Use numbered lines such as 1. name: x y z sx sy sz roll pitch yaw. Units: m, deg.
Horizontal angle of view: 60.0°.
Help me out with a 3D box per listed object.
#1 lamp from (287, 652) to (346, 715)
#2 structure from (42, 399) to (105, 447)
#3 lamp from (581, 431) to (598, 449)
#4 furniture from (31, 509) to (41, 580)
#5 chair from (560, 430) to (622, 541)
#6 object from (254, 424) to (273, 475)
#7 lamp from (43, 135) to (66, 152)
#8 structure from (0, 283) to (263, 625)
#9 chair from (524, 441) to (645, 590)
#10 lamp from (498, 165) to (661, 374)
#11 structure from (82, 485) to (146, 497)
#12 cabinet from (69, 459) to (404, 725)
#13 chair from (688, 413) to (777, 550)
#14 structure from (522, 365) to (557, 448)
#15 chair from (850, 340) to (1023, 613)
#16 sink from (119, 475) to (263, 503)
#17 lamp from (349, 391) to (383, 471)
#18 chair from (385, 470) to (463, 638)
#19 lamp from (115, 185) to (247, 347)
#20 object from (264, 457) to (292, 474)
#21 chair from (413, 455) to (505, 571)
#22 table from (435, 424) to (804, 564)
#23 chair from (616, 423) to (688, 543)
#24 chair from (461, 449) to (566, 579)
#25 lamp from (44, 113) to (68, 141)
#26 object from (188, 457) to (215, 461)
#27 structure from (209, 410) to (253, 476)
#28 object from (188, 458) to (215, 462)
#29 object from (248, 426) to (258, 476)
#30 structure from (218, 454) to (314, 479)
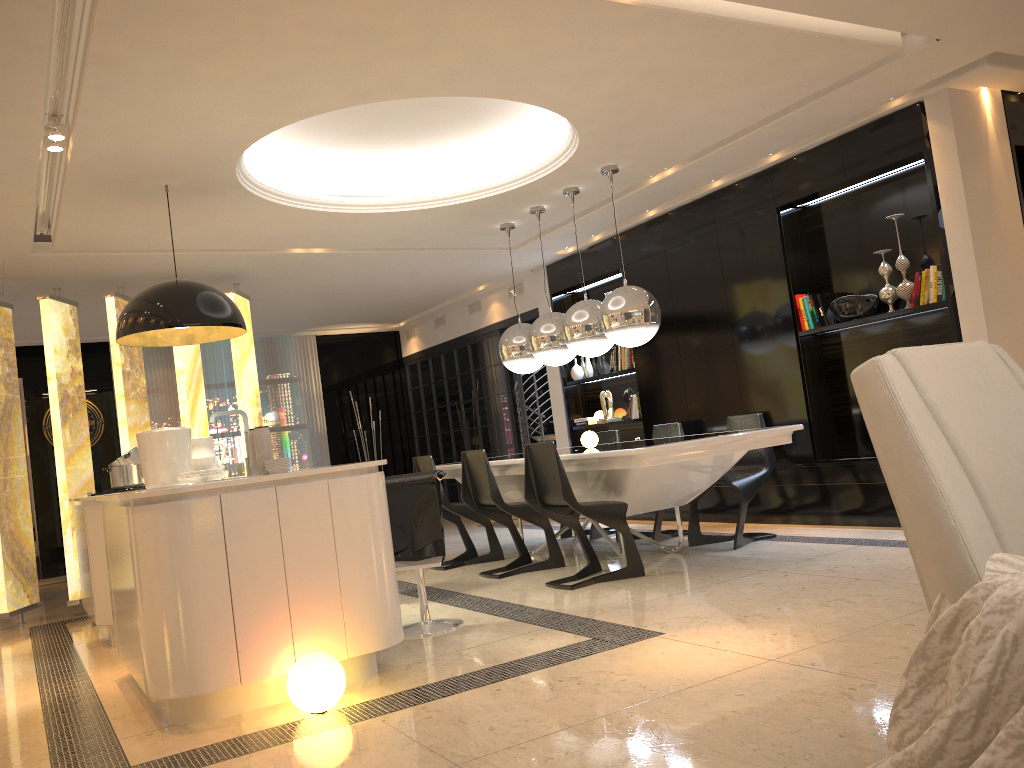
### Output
1. lamp: -0.722 1.102 3.276 0.213 0.214 0.212 -9 -4 20
2. structure: -5.170 0.478 10.460 0.669 0.669 0.048 -5 -4 -30
3. lamp: 0.556 0.399 6.359 0.125 0.125 0.125 -9 -4 20
4. furniture: -6.256 1.950 10.309 1.312 0.810 1.107 -5 -4 -30
5. chair: 0.680 0.850 7.525 0.496 0.858 0.523 -5 -4 -30
6. object: -1.077 0.285 3.851 0.071 0.219 0.071 -5 -4 -39
7. lamp: -2.341 -1.254 4.534 0.107 0.127 0.107 -10 -5 41
8. structure: -3.054 0.464 7.217 2.180 2.555 0.448 -5 -4 -30
9. chair: 0.409 0.753 5.325 0.496 0.858 0.523 -5 -4 -30
10. lamp: 0.387 -0.770 6.558 0.408 1.226 1.827 -5 -4 -30
11. structure: -2.561 0.702 5.905 0.502 0.026 0.811 -5 -4 -30
12. cabinet: -1.768 1.003 4.983 1.046 0.887 3.752 -5 -4 -30
13. chair: 1.491 0.658 6.094 0.496 0.858 0.523 -5 -4 -30
14. structure: 0.479 -0.507 12.021 1.964 4.134 3.425 -5 -4 -30
15. chair: 1.202 0.355 1.581 1.027 0.991 0.983 -5 -4 -31
16. sink: -1.424 0.518 3.916 0.485 0.152 0.738 -5 -4 -30
17. lamp: -1.912 0.982 11.974 0.418 1.801 0.200 -5 -4 -30
18. chair: -0.488 0.858 4.557 0.380 0.789 0.380 -8 -3 3
19. lamp: -1.956 -0.716 5.142 0.710 0.898 0.710 -6 -4 -20
20. object: -0.998 0.351 3.789 0.111 0.062 0.111 -7 -3 -9
21. chair: -0.432 0.953 6.808 0.496 0.858 0.523 -5 -4 -30
22. table: 0.562 0.848 6.409 1.293 0.759 3.031 -5 -4 -30
23. chair: 1.075 0.756 6.828 0.496 0.858 0.523 -5 -4 -30
24. chair: -0.016 0.854 6.074 0.496 0.858 0.523 -5 -4 -30
25. lamp: -2.261 -1.273 4.393 0.107 0.127 0.107 -10 -5 41
26. object: -1.657 0.422 4.734 0.138 0.051 0.138 -9 -4 18
27. structure: -1.260 0.273 4.011 0.177 0.310 0.089 -5 -4 -30
28. object: -1.656 0.428 4.733 0.138 0.051 0.138 -9 -4 18
29. object: -1.129 0.298 3.943 0.071 0.219 0.071 -10 -4 36
30. structure: -3.112 1.388 10.590 1.282 1.142 1.275 -8 -4 16
